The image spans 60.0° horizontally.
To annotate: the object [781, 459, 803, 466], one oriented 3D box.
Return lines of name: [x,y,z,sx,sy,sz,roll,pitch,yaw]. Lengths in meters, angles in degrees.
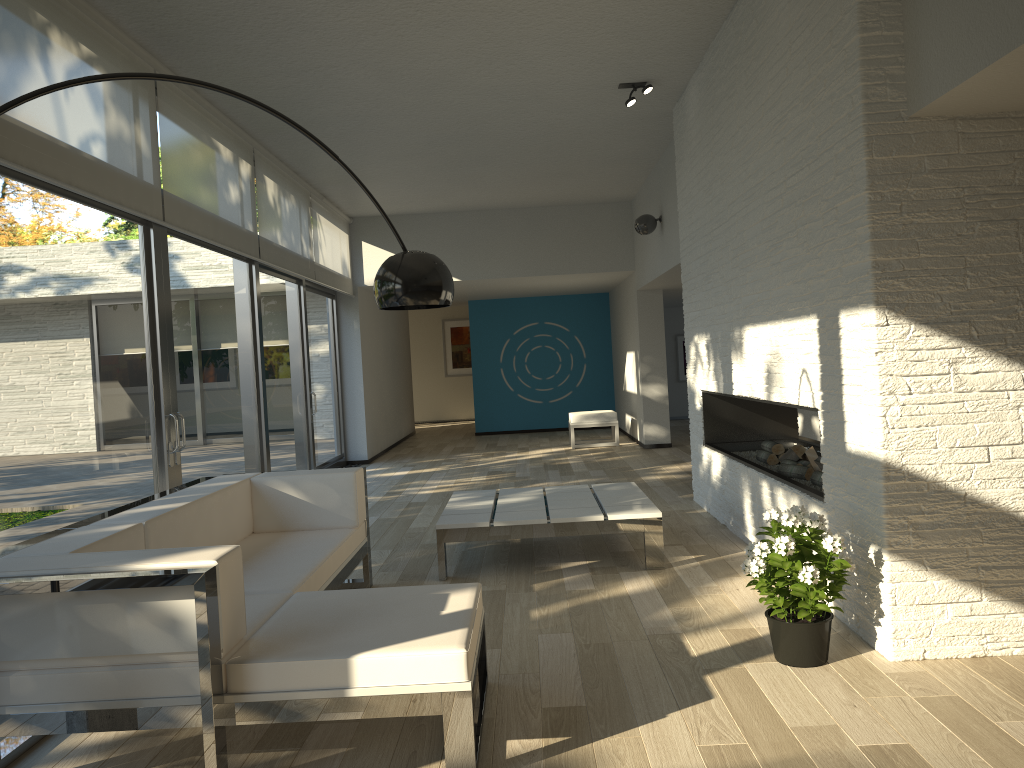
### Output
object: [1.626,0.484,5.148,0.075,0.074,0.246,-3,1,-1]

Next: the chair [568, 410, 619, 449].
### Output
chair: [1.073,0.592,11.734,0.611,0.442,0.610,-3,1,1]

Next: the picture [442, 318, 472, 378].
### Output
picture: [-0.726,-0.765,18.199,1.378,1.191,0.017,-3,1,1]

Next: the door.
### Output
door: [-1.137,0.033,7.025,19.439,2.373,22.953,-3,1,1]

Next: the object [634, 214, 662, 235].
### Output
object: [1.362,-1.570,8.719,0.315,0.203,0.201,-3,1,1]

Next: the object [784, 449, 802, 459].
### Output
object: [1.786,0.462,5.680,0.082,0.073,0.237,-3,1,0]

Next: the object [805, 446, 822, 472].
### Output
object: [1.708,0.438,4.966,0.064,0.165,0.225,-3,1,0]

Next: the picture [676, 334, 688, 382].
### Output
picture: [3.341,-0.470,15.386,0.958,0.828,0.017,-3,1,1]

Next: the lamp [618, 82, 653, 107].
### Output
lamp: [0.869,-2.023,6.195,0.234,0.153,0.135,-3,1,1]

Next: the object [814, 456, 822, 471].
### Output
object: [1.650,0.431,4.579,0.093,0.088,0.260,-3,1,0]

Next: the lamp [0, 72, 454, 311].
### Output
lamp: [-0.825,0.124,2.580,0.282,2.024,1.754,-3,1,44]

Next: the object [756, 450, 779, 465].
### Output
object: [1.634,0.471,5.685,0.075,0.074,0.246,-3,1,-1]

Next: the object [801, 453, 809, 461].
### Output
object: [1.739,0.436,5.167,0.064,0.060,0.229,-3,1,2]

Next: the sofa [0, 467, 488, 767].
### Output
sofa: [-0.871,0.796,3.582,1.545,0.654,2.404,-3,1,1]

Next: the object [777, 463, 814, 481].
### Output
object: [1.587,0.491,4.957,0.075,0.074,0.245,-4,1,-21]

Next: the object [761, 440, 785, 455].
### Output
object: [1.670,0.405,5.681,0.082,0.073,0.237,-3,1,0]

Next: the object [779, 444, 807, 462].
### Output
object: [1.661,0.432,5.247,0.093,0.170,0.272,-3,1,-1]

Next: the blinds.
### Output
blinds: [-2.065,-1.412,5.174,0.056,0.984,11.532,-3,1,1]

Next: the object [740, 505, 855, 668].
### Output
object: [1.060,0.739,3.286,0.405,0.571,0.431,-3,1,23]

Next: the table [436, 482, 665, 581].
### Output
table: [0.215,0.863,5.387,1.220,0.305,1.220,-3,1,1]

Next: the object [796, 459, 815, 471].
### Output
object: [1.699,0.480,5.133,0.076,0.076,0.236,-3,1,-1]

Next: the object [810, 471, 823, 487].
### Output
object: [1.618,0.499,4.578,0.075,0.074,0.246,-3,1,-1]

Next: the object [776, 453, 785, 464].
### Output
object: [1.707,0.467,5.671,0.076,0.076,0.236,-3,1,-1]
